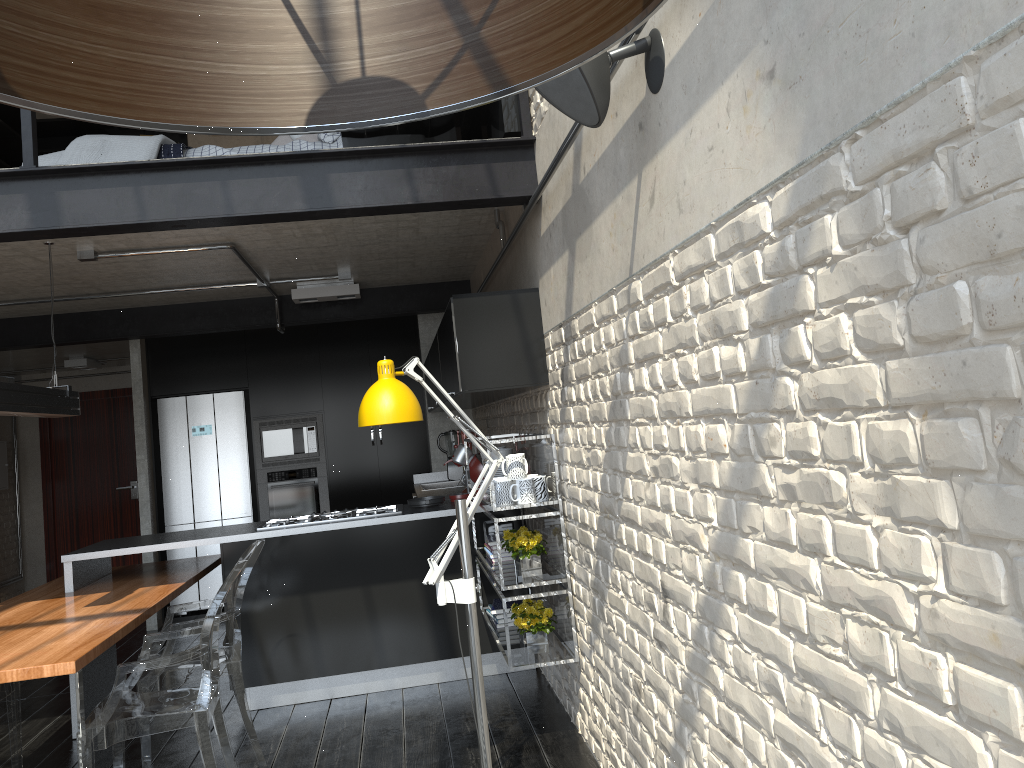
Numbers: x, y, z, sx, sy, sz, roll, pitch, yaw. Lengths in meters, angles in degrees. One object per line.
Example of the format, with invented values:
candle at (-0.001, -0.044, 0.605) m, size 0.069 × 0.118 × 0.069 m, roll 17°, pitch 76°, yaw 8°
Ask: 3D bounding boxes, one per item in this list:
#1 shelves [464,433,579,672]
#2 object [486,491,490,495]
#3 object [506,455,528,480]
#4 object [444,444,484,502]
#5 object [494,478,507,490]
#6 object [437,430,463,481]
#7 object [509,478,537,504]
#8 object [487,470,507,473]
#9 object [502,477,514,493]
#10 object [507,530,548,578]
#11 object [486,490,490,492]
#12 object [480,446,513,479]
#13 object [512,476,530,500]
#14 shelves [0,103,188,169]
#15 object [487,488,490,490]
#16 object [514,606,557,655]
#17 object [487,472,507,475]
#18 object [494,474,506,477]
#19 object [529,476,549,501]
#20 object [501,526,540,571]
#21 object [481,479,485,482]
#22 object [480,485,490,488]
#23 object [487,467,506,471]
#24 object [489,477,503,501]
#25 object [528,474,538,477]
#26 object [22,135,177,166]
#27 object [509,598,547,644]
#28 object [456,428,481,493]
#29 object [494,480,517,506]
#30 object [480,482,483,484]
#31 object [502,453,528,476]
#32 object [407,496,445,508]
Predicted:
shelves at (0.003, 0.718, 4.252) m, size 0.288 × 0.932 × 1.243 m, roll -5°, pitch -4°, yaw -8°
object at (-0.027, 0.518, 4.271) m, size 0.252 × 0.031 × 0.250 m, roll -4°, pitch -3°, yaw -39°
object at (0.027, 0.358, 3.816) m, size 0.108 × 0.101 × 0.082 m, roll -5°, pitch -5°, yaw -19°
object at (-0.226, 0.528, 5.372) m, size 0.351 × 0.343 × 0.218 m, roll -4°, pitch -5°, yaw -24°
object at (-0.036, 0.469, 3.900) m, size 0.082 × 0.101 × 0.108 m, roll -8°, pitch -5°, yaw 26°
object at (-0.513, 0.602, 7.492) m, size 0.223 × 0.426 × 0.161 m, roll -5°, pitch -6°, yaw -8°
object at (0.045, 0.455, 3.761) m, size 0.108 × 0.101 × 0.082 m, roll -6°, pitch -5°, yaw 6°
object at (-0.035, 0.429, 4.280) m, size 0.171 × 0.030 × 0.170 m, roll -6°, pitch -2°, yaw -3°
object at (0.008, 0.468, 3.983) m, size 0.108 × 0.101 × 0.082 m, roll -5°, pitch -5°, yaw -19°
object at (0.068, 0.732, 3.843) m, size 0.182 × 0.193 × 0.174 m, roll -6°, pitch -4°, yaw 4°
object at (-0.028, 0.510, 4.272) m, size 0.252 × 0.031 × 0.250 m, roll -4°, pitch -3°, yaw -39°
object at (-0.073, 0.445, 4.682) m, size 0.150 × 0.218 × 0.308 m, roll -5°, pitch -4°, yaw -10°
object at (0.036, 0.460, 3.873) m, size 0.108 × 0.101 × 0.082 m, roll -6°, pitch -5°, yaw 6°
shelves at (-4.660, -1.696, 9.125) m, size 2.126 × 2.807 × 2.658 m, roll -5°, pitch -4°, yaw -8°
object at (-0.028, 0.502, 4.273) m, size 0.252 × 0.031 × 0.250 m, roll -4°, pitch -3°, yaw -39°
object at (0.106, 1.049, 3.811) m, size 0.175 × 0.193 × 0.182 m, roll -7°, pitch -4°, yaw 14°
object at (-0.035, 0.438, 4.279) m, size 0.171 × 0.030 × 0.170 m, roll -6°, pitch -2°, yaw -3°
object at (-0.034, 0.447, 4.278) m, size 0.171 × 0.030 × 0.170 m, roll -6°, pitch -2°, yaw -3°
object at (0.120, 0.450, 3.833) m, size 0.082 × 0.101 × 0.108 m, roll -8°, pitch -5°, yaw 26°
object at (0.043, 0.743, 4.030) m, size 0.175 × 0.193 × 0.182 m, roll -7°, pitch -4°, yaw 14°
object at (-0.032, 0.470, 4.277) m, size 0.252 × 0.031 × 0.250 m, roll -4°, pitch -3°, yaw -39°
object at (-0.029, 0.494, 4.274) m, size 0.252 × 0.031 × 0.250 m, roll -4°, pitch -3°, yaw -39°
object at (-0.036, 0.421, 4.281) m, size 0.171 × 0.030 × 0.170 m, roll -6°, pitch -2°, yaw -3°
object at (-0.057, 0.478, 4.060) m, size 0.082 × 0.101 × 0.108 m, roll -8°, pitch -5°, yaw 26°
object at (0.097, 0.458, 3.964) m, size 0.108 × 0.101 × 0.082 m, roll -5°, pitch -5°, yaw -9°
object at (-2.230, -1.027, 5.361) m, size 0.682 × 0.663 × 2.503 m, roll -6°, pitch -3°, yaw -7°
object at (0.078, 1.060, 3.991) m, size 0.182 × 0.193 × 0.174 m, roll -6°, pitch -4°, yaw 4°
object at (-0.292, 0.518, 6.008) m, size 0.210 × 0.429 × 0.201 m, roll -7°, pitch -5°, yaw 7°
object at (-0.022, 0.463, 3.787) m, size 0.108 × 0.101 × 0.082 m, roll -5°, pitch -5°, yaw -19°
object at (-0.031, 0.478, 4.276) m, size 0.252 × 0.031 × 0.250 m, roll -4°, pitch -3°, yaw -39°
object at (0.011, 0.365, 3.949) m, size 0.108 × 0.101 × 0.082 m, roll -6°, pitch -5°, yaw 6°
object at (-0.521, 0.697, 5.196) m, size 0.226 × 0.050 × 0.310 m, roll -7°, pitch -3°, yaw 21°
